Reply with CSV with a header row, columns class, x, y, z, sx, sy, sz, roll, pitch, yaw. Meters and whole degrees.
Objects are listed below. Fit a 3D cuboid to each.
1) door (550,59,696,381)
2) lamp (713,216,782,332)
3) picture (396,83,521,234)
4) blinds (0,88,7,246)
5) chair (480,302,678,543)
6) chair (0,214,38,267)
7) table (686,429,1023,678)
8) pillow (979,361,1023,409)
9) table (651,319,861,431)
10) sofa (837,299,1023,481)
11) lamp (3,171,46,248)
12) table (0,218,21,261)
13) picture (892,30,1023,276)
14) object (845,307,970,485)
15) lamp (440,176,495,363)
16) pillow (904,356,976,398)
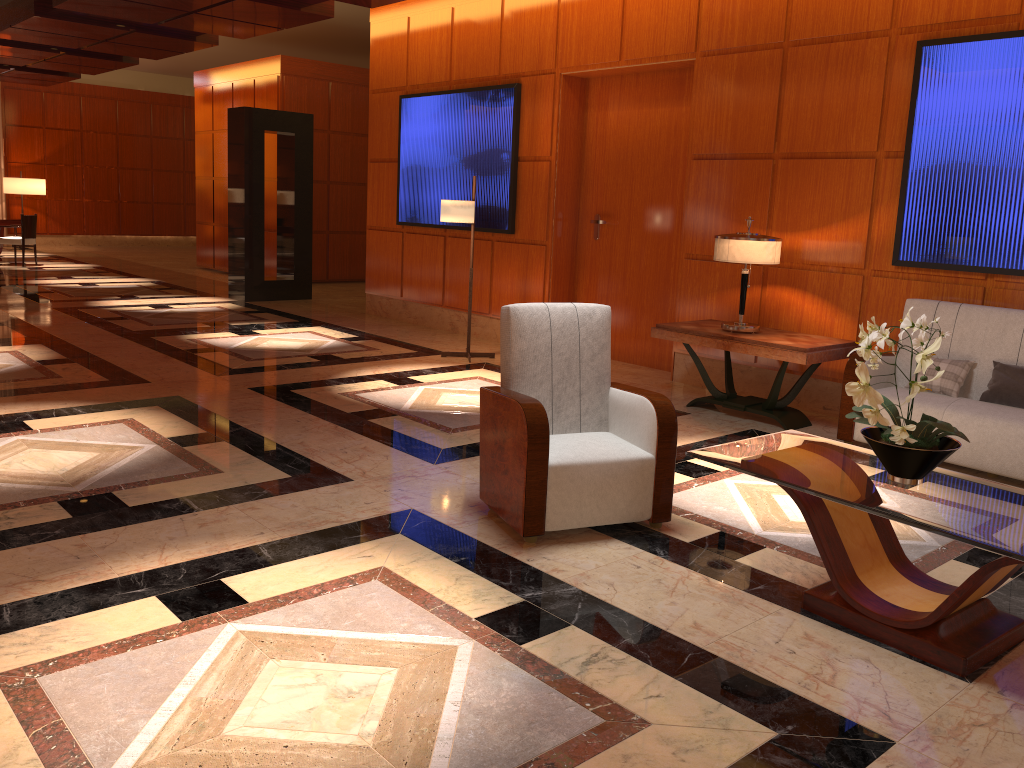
class,x,y,z,sx,sy,sz,roll,pitch,yaw
door,1.041,-1.479,8.020,0.341,2.634,1.545,-6,13,-41
lamp,1.633,-0.775,6.210,0.459,0.789,0.461,4,10,10
picture,-0.624,-2.379,9.427,0.057,1.443,2.006,-6,13,-41
blinds,-12.660,-4.902,18.272,3.861,4.038,0.149,-7,13,-42
chair,0.286,0.135,4.053,0.738,0.955,0.632,-2,11,-23
chair,-8.506,-2.492,15.275,0.576,0.888,0.588,3,10,1
table,1.435,0.617,3.148,0.723,0.493,1.568,-6,14,-38
pillow,2.931,0.012,5.140,0.160,0.251,0.359,-7,14,-45
table,1.697,-0.069,6.321,0.727,0.603,1.276,-7,14,-41
sofa,2.890,0.060,5.086,0.614,0.926,1.807,-6,14,-41
lamp,-10.672,-3.822,19.443,0.810,1.650,0.816,2,10,-2
table,-9.504,-2.519,15.490,0.784,0.736,2.119,6,12,18
picture,3.270,-1.333,5.135,0.057,1.443,2.006,-6,13,-41
object,1.424,0.045,3.183,0.418,0.613,0.792,7,12,25
lamp,-0.422,-1.044,8.018,0.361,1.650,0.528,10,12,37
pillow,2.620,-0.054,5.441,0.195,0.225,0.346,-5,13,-36
